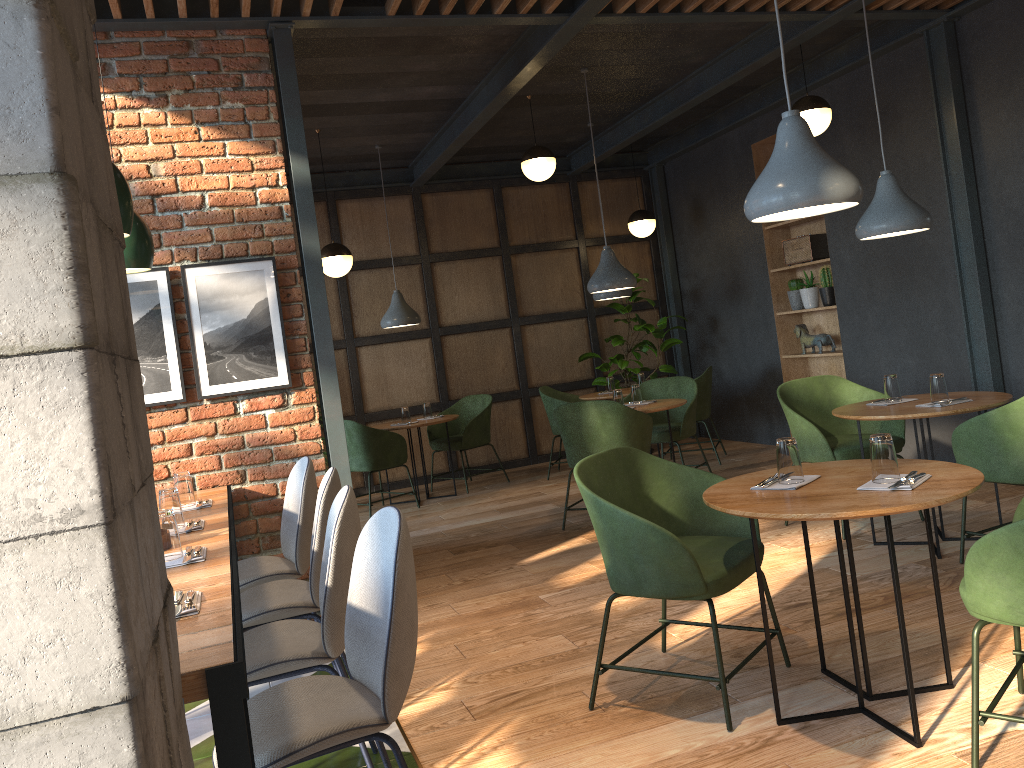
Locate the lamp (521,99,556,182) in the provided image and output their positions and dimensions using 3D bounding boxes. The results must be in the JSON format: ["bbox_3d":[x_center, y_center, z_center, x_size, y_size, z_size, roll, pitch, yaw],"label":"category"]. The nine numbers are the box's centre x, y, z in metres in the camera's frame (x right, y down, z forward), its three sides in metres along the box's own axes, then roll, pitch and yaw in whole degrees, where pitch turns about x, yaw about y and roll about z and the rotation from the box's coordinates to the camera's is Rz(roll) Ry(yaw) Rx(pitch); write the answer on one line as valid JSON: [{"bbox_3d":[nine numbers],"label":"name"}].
[{"bbox_3d":[-0.034,-3.430,6.774,0.269,3.794,0.267,-8,0,-39],"label":"lamp"}]

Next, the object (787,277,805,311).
[{"bbox_3d":[2.478,-0.789,7.697,0.173,0.295,0.189,-8,1,-44],"label":"object"}]

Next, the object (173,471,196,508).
[{"bbox_3d":[-1.323,0.424,3.568,0.080,0.138,0.080,-8,1,-45],"label":"object"}]

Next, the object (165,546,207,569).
[{"bbox_3d":[-0.943,0.488,2.492,0.158,0.019,0.242,-9,3,-18],"label":"object"}]

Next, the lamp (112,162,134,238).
[{"bbox_3d":[-1.437,-1.463,2.795,0.224,2.022,0.223,-8,0,-15],"label":"lamp"}]

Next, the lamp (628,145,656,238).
[{"bbox_3d":[1.018,-3.296,8.564,0.267,3.794,0.269,-8,0,25],"label":"lamp"}]

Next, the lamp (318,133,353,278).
[{"bbox_3d":[-1.615,-2.712,6.919,0.267,3.794,0.269,-8,0,25],"label":"lamp"}]

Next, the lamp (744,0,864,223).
[{"bbox_3d":[0.599,-2.751,2.737,0.352,4.490,0.353,-8,0,17],"label":"lamp"}]

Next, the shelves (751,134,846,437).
[{"bbox_3d":[2.562,-0.793,7.482,0.285,2.706,0.834,-8,0,-18],"label":"shelves"}]

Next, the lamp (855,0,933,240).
[{"bbox_3d":[1.576,-2.958,4.355,0.352,4.490,0.353,-8,0,17],"label":"lamp"}]

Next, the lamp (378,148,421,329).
[{"bbox_3d":[-1.260,-2.725,7.686,0.352,4.490,0.353,-8,0,17],"label":"lamp"}]

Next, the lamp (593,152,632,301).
[{"bbox_3d":[0.602,-2.989,7.928,0.352,4.490,0.353,-8,0,17],"label":"lamp"}]

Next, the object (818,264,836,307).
[{"bbox_3d":[2.582,-0.811,7.255,0.143,0.350,0.143,-8,0,-1],"label":"object"}]

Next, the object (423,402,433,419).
[{"bbox_3d":[-0.746,0.232,7.796,0.080,0.138,0.080,-8,1,-39],"label":"object"}]

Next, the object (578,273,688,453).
[{"bbox_3d":[1.241,-0.215,8.693,1.058,1.795,0.721,-8,0,-8],"label":"object"}]

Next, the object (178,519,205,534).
[{"bbox_3d":[-1.135,0.490,3.026,0.158,0.019,0.242,-9,3,-18],"label":"object"}]

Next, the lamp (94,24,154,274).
[{"bbox_3d":[-1.713,-1.464,3.642,0.224,2.022,0.223,-8,0,-15],"label":"lamp"}]

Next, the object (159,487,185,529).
[{"bbox_3d":[-1.172,0.427,3.039,0.080,0.138,0.080,-8,1,-45],"label":"object"}]

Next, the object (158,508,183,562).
[{"bbox_3d":[-0.981,0.426,2.505,0.080,0.138,0.080,-7,1,35],"label":"object"}]

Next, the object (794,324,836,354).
[{"bbox_3d":[2.566,-0.389,7.513,0.151,0.257,0.521,-8,2,-18],"label":"object"}]

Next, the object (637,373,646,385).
[{"bbox_3d":[1.150,-0.029,7.863,0.080,0.138,0.080,-8,1,-10],"label":"object"}]

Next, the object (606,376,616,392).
[{"bbox_3d":[0.888,0.001,7.978,0.080,0.138,0.080,-8,1,-40],"label":"object"}]

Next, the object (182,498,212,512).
[{"bbox_3d":[-1.286,0.486,3.555,0.158,0.019,0.242,-9,3,-18],"label":"object"}]

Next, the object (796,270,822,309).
[{"bbox_3d":[2.507,-0.801,7.482,0.213,0.329,0.232,-8,1,-12],"label":"object"}]

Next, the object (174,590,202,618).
[{"bbox_3d":[-0.763,0.489,1.935,0.158,0.019,0.242,-9,3,-18],"label":"object"}]

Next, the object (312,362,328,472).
[{"bbox_3d":[-1.993,0.311,7.588,0.911,1.723,0.982,-7,1,37],"label":"object"}]

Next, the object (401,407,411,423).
[{"bbox_3d":[-0.908,0.265,7.559,0.080,0.138,0.080,-8,1,-39],"label":"object"}]

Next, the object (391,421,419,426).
[{"bbox_3d":[-0.923,0.334,7.547,0.242,0.019,0.158,-6,3,38],"label":"object"}]

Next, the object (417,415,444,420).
[{"bbox_3d":[-0.706,0.293,7.801,0.242,0.019,0.158,-6,3,38],"label":"object"}]

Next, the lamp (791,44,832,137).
[{"bbox_3d":[1.727,-3.508,5.836,0.267,3.794,0.269,-8,0,44],"label":"lamp"}]

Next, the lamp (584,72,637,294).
[{"bbox_3d":[0.410,-2.887,6.271,0.352,4.490,0.353,-8,0,17],"label":"lamp"}]

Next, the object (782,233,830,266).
[{"bbox_3d":[2.495,-1.143,7.524,0.199,0.241,0.340,-8,2,-23],"label":"object"}]

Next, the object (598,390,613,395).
[{"bbox_3d":[0.882,0.068,7.999,0.157,0.019,0.243,-6,3,27],"label":"object"}]
